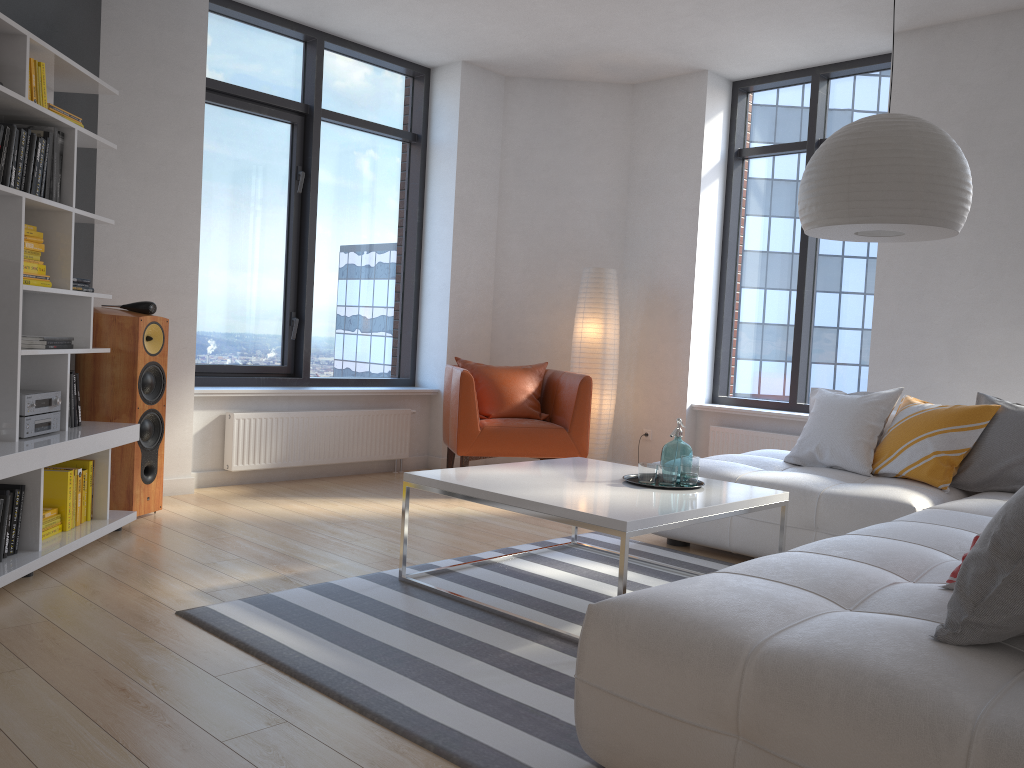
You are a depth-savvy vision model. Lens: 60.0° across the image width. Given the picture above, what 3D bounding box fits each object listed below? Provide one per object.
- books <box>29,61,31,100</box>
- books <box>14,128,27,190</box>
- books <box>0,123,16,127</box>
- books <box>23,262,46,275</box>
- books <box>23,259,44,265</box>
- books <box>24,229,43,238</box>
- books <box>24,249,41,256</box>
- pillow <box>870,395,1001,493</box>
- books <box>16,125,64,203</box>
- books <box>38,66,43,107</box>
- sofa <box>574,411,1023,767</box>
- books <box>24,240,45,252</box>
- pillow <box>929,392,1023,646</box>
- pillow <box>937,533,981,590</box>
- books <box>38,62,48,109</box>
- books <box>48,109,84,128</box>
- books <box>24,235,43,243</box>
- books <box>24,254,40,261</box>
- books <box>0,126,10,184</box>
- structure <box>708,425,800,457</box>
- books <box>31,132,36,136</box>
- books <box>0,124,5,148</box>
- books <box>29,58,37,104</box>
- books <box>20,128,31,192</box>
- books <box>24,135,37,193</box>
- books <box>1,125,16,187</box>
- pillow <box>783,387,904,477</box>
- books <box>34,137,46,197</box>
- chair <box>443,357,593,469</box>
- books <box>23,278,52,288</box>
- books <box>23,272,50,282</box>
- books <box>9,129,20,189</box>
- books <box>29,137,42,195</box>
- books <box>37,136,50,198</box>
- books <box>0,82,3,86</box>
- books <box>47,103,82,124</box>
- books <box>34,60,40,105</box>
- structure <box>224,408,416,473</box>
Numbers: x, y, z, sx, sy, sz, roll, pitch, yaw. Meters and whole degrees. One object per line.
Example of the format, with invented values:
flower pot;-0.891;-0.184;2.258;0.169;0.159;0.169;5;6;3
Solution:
books;-1.946;-1.200;3.419;0.164;0.224;0.054;3;3;-2
books;-1.982;-0.862;3.405;0.191;0.249;0.084;3;3;-1
books;-1.982;-0.861;3.340;0.192;0.254;0.075;3;3;-2
books;-2.033;-0.472;3.569;0.189;0.042;0.243;3;3;-1
books;-2.045;-0.500;3.565;0.189;0.014;0.251;3;3;2
books;-2.033;-0.615;3.574;0.163;0.023;0.223;3;3;3
books;-2.041;-0.538;3.566;0.171;0.019;0.239;3;3;-1
pillow;1.917;0.303;3.522;0.630;0.440;2.095;3;3;1
books;-2.013;-0.907;3.676;0.259;0.321;0.128;3;3;-1
books;-1.909;-1.169;3.491;0.108;0.161;0.046;3;3;-3
sofa;1.278;0.535;3.276;2.614;0.732;3.424;6;4;43
books;-2.037;-0.564;3.575;0.176;0.033;0.239;3;3;2
pillow;1.641;0.297;2.923;0.647;0.453;2.953;5;3;31
pillow;1.946;0.352;2.766;0.575;0.449;2.250;6;4;41
books;-1.923;-1.183;3.514;0.141;0.184;0.064;3;3;-1
books;-1.974;-1.119;3.749;0.194;0.028;0.257;3;3;4
books;-2.038;-0.592;3.567;0.160;0.022;0.227;4;3;14
books;-2.024;-0.516;3.555;0.145;0.023;0.217;3;3;3
books;-1.968;-0.847;3.284;0.169;0.233;0.081;3;3;-2
structure;1.809;0.565;6.072;1.015;0.460;0.110;6;4;43
books;-1.983;-0.868;3.483;0.192;0.254;0.075;3;3;-2
books;-1.981;-0.846;3.252;0.187;0.234;0.096;3;3;-1
books;-1.926;-1.178;3.452;0.132;0.180;0.054;3;3;-1
books;-1.983;-0.869;3.438;0.197;0.260;0.066;3;3;-1
books;-1.956;-0.858;3.461;0.172;0.242;0.069;3;3;-1
books;-1.956;-0.851;3.319;0.172;0.242;0.069;3;3;-1
pillow;1.874;0.268;3.836;0.580;0.456;2.156;2;3;-21
books;-1.983;-0.869;3.547;0.191;0.249;0.084;3;3;-1
chair;-0.017;0.267;6.008;0.896;0.858;0.843;2;3;-14
books;-2.023;-0.412;3.574;0.194;0.028;0.257;3;3;4
books;-2.030;-0.438;3.569;0.203;0.024;0.257;3;3;2
books;-1.977;-0.855;3.368;0.179;0.243;0.068;3;3;-3
books;-1.970;-0.864;3.510;0.179;0.243;0.071;3;3;-2
books;-1.984;-0.875;3.581;0.197;0.260;0.066;3;3;-1
books;-1.978;-1.090;3.117;0.214;0.030;0.284;3;3;2
books;-1.981;-1.144;3.745;0.203;0.024;0.257;3;3;2
books;-1.920;-1.178;3.472;0.128;0.178;0.044;3;3;-2
structure;-1.235;0.405;5.951;0.110;0.460;1.474;6;4;43
